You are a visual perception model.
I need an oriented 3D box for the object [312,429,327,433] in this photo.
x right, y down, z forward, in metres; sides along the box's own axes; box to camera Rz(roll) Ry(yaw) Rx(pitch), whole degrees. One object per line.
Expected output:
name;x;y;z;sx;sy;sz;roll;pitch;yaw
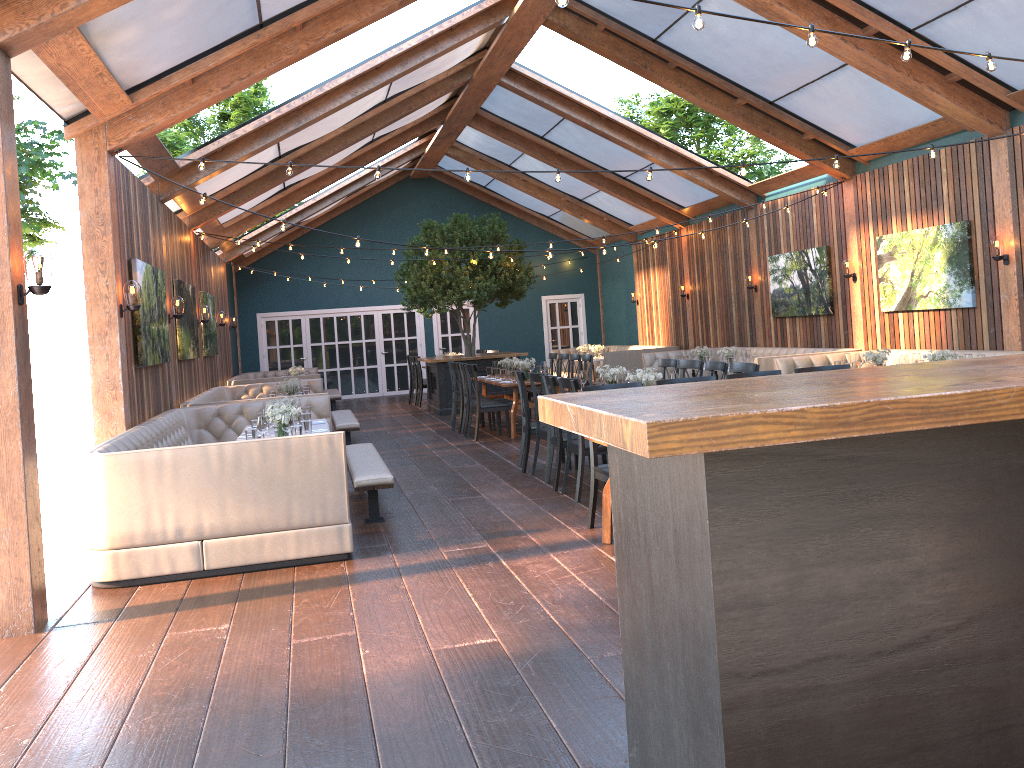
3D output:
object;-1.764;0.417;7.831;0.255;0.019;0.157;-5;4;-13

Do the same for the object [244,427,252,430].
object;-2.449;0.418;8.535;0.255;0.019;0.157;-5;4;-13

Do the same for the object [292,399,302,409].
object;-2.108;0.273;8.672;0.092;0.244;0.092;-4;0;35

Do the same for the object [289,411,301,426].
object;-1.756;0.347;7.161;0.092;0.244;0.092;-4;0;29

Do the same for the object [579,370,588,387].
object;0.749;-0.017;9.258;0.092;0.244;0.092;-4;0;35

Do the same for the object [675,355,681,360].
object;2.747;-0.401;14.639;0.092;0.158;0.091;-4;1;-27

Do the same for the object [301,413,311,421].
object;-1.853;0.344;7.975;0.092;0.158;0.091;-4;1;-27

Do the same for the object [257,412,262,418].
object;-2.370;0.352;8.392;0.092;0.158;0.091;-4;1;-27

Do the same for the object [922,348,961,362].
object;4.277;-0.205;8.829;0.330;0.309;0.335;-5;2;-39

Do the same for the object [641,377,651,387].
object;1.152;0.063;7.593;0.092;0.244;0.092;-4;0;29

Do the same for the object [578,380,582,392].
object;0.685;0.036;9.158;0.091;0.158;0.092;-3;1;33

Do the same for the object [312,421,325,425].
object;-1.946;0.379;8.611;0.255;0.019;0.157;-5;4;-13

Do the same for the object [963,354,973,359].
object;4.444;-0.170;8.610;0.092;0.244;0.092;-4;0;29

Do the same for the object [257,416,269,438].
object;-1.952;0.374;6.945;0.092;0.244;0.092;-4;0;29

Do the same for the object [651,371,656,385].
object;1.325;-0.001;8.391;0.092;0.244;0.092;-4;0;29

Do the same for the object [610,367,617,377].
object;1.079;-0.053;9.467;0.092;0.244;0.092;-4;0;35

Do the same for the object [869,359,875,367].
object;4.166;-0.211;10.204;0.092;0.158;0.091;-4;1;-27

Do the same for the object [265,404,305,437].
object;-1.918;0.311;7.381;0.330;0.309;0.335;-5;2;-39

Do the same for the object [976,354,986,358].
object;4.447;-0.155;8.374;0.092;0.244;0.092;-4;0;29

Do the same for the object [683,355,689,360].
object;2.802;-0.380;14.247;0.092;0.158;0.091;-4;1;-27

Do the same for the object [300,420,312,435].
object;-1.683;0.380;7.245;0.092;0.158;0.091;-4;1;-27

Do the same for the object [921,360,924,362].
object;4.348;-0.173;9.424;0.092;0.158;0.091;-4;1;-27

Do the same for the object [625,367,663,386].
object;1.208;0.001;7.982;0.335;0.309;0.330;-2;3;44

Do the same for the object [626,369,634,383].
object;1.191;-0.024;8.888;0.092;0.244;0.092;-4;0;29

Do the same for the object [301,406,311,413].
object;-2.034;0.306;8.755;0.092;0.158;0.091;-4;1;-27

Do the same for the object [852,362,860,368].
object;3.830;-0.165;9.840;0.092;0.158;0.091;-4;1;-27

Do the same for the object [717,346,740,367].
object;3.245;-0.420;13.229;0.336;0.309;0.329;-4;2;4

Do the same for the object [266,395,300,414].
object;-2.153;0.268;8.304;0.329;0.309;0.337;-4;2;9

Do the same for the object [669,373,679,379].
object;1.435;0.030;7.805;0.092;0.244;0.092;-4;0;29

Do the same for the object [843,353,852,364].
object;3.856;-0.230;10.162;0.092;0.244;0.092;-4;0;35

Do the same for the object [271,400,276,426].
object;-2.345;0.287;8.713;0.092;0.244;0.092;-4;0;35

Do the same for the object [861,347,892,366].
object;4.042;-0.249;9.752;0.329;0.309;0.337;-4;2;9

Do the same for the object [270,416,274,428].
object;-2.303;0.299;8.475;0.092;0.244;0.092;-4;0;35

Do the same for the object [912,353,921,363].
object;4.274;-0.206;9.341;0.092;0.244;0.092;-4;0;29

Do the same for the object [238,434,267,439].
object;-2.282;0.456;7.780;0.255;0.019;0.157;-5;4;-13

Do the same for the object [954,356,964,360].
object;4.249;-0.143;8.394;0.092;0.244;0.092;-4;0;29

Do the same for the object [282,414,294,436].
object;-1.754;0.362;6.926;0.092;0.244;0.092;-4;0;29

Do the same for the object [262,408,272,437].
object;-2.135;0.337;7.720;0.092;0.244;0.092;-4;0;29

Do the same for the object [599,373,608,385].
object;0.897;0.012;8.672;0.092;0.244;0.092;-4;0;29

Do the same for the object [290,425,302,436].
object;-1.668;0.404;6.855;0.092;0.158;0.091;-4;1;-27

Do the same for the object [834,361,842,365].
object;3.775;-0.186;10.233;0.092;0.158;0.091;-4;1;-27

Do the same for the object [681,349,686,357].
object;2.827;-0.445;14.569;0.092;0.244;0.092;-4;0;35

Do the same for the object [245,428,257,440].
object;-2.020;0.427;6.862;0.092;0.158;0.091;-4;1;-27

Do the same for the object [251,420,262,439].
object;-2.203;0.390;7.637;0.092;0.158;0.091;-4;1;-27

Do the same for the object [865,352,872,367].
object;4.093;-0.244;10.121;0.092;0.244;0.092;-4;0;35

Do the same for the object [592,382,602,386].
object;0.830;0.065;8.588;0.091;0.158;0.092;-4;1;13

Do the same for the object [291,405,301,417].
object;-1.926;0.311;7.892;0.092;0.244;0.092;-4;0;29

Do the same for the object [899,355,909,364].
object;4.065;-0.180;9.169;0.092;0.244;0.092;-4;0;29

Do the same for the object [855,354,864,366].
object;3.898;-0.218;9.924;0.092;0.244;0.092;-4;0;35

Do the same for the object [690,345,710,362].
object;3.027;-0.465;14.163;0.336;0.309;0.329;-4;2;-1

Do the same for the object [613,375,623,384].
object;0.979;0.039;8.153;0.092;0.244;0.092;-4;0;29

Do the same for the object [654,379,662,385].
object;1.394;0.031;8.489;0.091;0.158;0.092;-4;1;13

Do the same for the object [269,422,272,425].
object;-2.425;0.331;8.784;0.092;0.158;0.091;-4;1;-27
